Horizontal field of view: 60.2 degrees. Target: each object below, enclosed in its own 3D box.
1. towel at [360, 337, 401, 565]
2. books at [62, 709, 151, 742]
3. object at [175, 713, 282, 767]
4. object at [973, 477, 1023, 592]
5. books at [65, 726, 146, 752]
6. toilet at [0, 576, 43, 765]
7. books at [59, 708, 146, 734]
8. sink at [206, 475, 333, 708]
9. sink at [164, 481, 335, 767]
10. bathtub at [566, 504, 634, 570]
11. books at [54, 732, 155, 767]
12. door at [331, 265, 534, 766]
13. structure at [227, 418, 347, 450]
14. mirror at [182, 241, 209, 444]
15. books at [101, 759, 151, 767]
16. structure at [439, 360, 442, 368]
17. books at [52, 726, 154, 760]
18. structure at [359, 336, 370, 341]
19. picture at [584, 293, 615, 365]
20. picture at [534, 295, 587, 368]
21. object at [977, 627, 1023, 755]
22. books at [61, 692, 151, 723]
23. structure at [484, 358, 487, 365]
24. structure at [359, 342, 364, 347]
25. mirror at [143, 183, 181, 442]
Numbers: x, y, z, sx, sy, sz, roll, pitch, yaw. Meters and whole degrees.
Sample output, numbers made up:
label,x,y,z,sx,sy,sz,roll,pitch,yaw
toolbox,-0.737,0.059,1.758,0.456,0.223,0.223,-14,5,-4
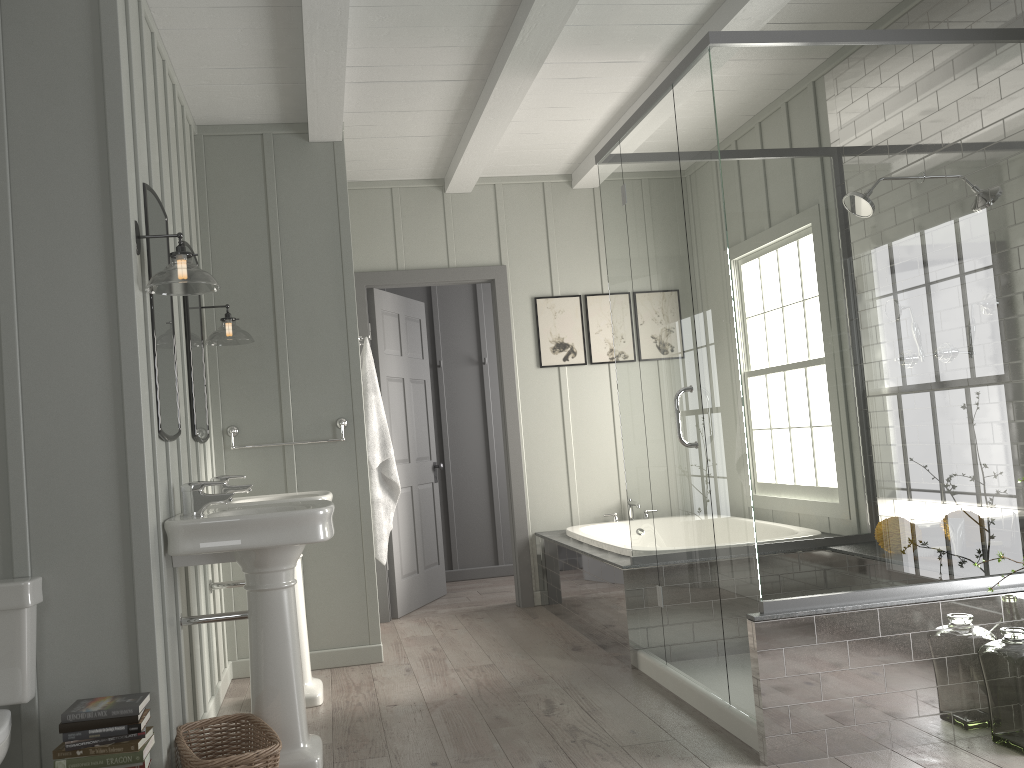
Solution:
label,x,y,z,sx,sy,sz,roll,pitch,yaw
towel,-0.695,0.348,4.715,0.160,1.203,0.321,-4,-3,-6
books,-1.145,0.967,2.507,0.205,0.024,0.151,-4,-3,-10
object,-0.894,1.214,2.786,0.283,0.220,0.479,-3,-4,-29
object,1.699,0.555,2.720,0.509,1.116,0.279,-4,-3,-11
books,-1.153,0.992,2.516,0.203,0.025,0.153,-3,-4,-20
toilet,-1.460,0.947,2.316,0.328,0.787,0.530,-4,-3,-11
books,-1.158,0.943,2.507,0.204,0.024,0.152,-4,-4,-13
sink,-1.051,0.895,3.911,0.561,1.013,0.576,-4,-3,-10
sink,-0.881,0.834,3.110,0.561,1.013,0.576,-4,-3,-10
bathtub,0.935,0.920,4.954,1.037,0.490,1.579,-4,-3,-11
books,-1.150,1.043,2.506,0.233,0.032,0.172,-4,-3,-10
door,-0.110,0.144,2.486,4.213,2.195,7.870,-4,-3,-11
structure,-1.128,0.251,4.450,0.596,0.123,0.055,-4,-3,-8
mirror,-1.401,-0.177,3.919,0.015,0.884,0.429,-4,-3,-12
books,-1.150,1.085,2.510,0.220,0.051,0.158,-4,-4,-15
structure,-0.569,-0.153,6.958,0.019,0.051,0.137,-4,-3,-12
books,-1.154,1.016,2.506,0.232,0.024,0.149,-4,-3,-4
structure,-0.799,-0.244,4.729,0.078,0.056,0.057,-4,-3,-10
picture,0.648,-0.366,5.804,0.310,0.461,0.012,-4,-3,-8
picture,0.317,-0.343,5.755,0.310,0.461,0.012,-4,-3,-8
object,1.586,0.947,2.756,0.161,0.361,0.165,-4,-3,-12
books,-1.149,0.918,2.510,0.205,0.024,0.151,-4,-3,-8
structure,-0.220,-0.177,7.016,0.019,0.051,0.137,-4,-3,-12
structure,-0.852,-0.224,4.979,0.078,0.056,0.057,-4,-3,-10
mirror,-1.230,-0.238,3.113,0.015,0.884,0.429,-4,-3,-12
